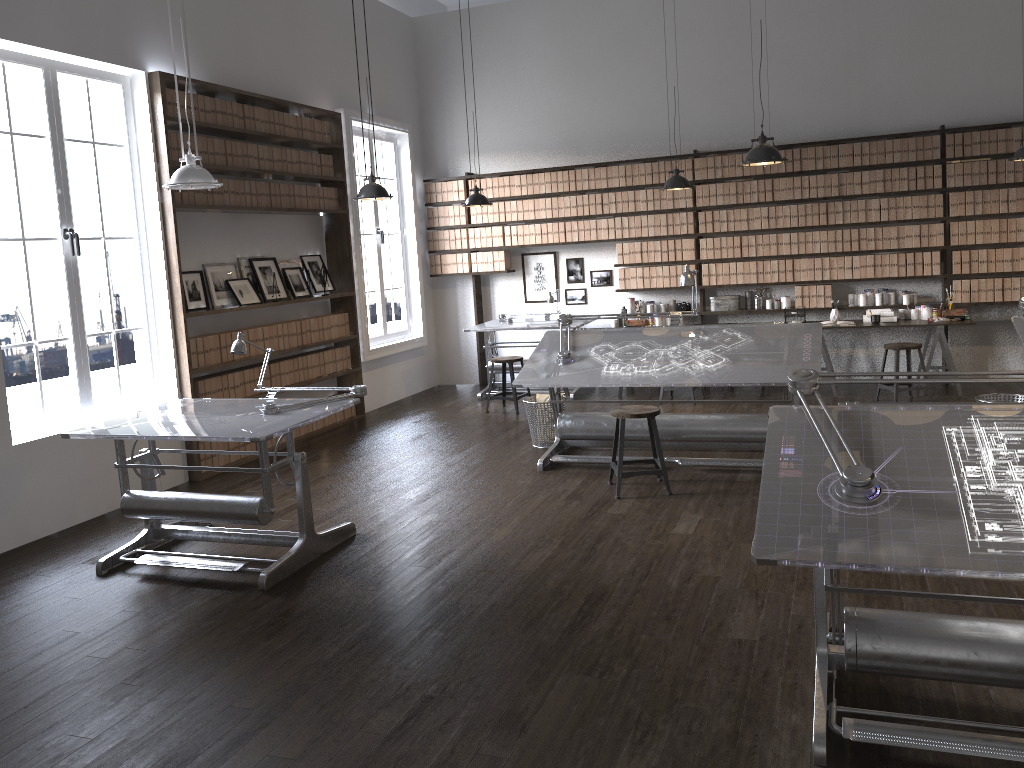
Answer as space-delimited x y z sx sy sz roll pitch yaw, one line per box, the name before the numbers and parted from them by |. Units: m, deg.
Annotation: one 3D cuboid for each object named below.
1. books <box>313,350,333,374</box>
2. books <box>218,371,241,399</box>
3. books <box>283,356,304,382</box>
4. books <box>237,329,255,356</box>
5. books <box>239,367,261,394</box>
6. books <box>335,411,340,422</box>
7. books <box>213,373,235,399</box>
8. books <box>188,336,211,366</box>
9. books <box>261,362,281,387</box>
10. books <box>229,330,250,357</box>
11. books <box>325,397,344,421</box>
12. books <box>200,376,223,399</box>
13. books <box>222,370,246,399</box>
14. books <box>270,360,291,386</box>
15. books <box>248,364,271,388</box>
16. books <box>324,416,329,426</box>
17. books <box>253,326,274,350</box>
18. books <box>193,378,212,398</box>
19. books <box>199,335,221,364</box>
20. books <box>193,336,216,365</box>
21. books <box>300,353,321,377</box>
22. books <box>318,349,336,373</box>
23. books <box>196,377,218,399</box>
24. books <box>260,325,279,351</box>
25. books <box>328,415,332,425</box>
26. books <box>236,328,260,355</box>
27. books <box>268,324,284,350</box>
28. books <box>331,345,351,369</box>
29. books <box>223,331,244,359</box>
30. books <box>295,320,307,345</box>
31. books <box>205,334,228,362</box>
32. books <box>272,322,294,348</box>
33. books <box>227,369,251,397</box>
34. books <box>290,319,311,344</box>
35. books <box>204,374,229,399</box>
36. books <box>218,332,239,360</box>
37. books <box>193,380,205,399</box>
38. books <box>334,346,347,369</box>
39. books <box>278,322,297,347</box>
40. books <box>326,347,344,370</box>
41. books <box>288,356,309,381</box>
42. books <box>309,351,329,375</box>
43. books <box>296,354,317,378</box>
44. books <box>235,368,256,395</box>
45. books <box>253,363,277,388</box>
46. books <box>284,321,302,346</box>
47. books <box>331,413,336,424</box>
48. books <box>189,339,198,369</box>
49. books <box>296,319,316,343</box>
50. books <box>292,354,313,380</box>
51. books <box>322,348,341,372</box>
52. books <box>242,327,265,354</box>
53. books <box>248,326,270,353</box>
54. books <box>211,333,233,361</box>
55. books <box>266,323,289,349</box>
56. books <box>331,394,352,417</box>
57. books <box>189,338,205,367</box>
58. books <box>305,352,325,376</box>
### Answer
books | -1.818 -0.213 8.504 0.174 0.224 0.067 -1 6 21
books | -2.304 0.015 7.199 0.174 0.224 0.067 -1 6 21
books | -1.989 -0.134 8.048 0.174 0.224 0.067 -1 6 21
books | -2.240 -0.342 7.384 0.174 0.224 0.067 -1 6 21
books | -2.213 -0.029 7.449 0.174 0.224 0.067 -1 6 21
books | -1.767 0.254 8.601 0.174 0.224 0.067 -1 6 21
books | -2.327 0.026 7.131 0.174 0.224 0.067 -1 6 21
books | -2.433 -0.251 6.864 0.174 0.224 0.067 -1 6 21
books | -2.113 -0.076 7.721 0.174 0.224 0.067 -1 6 21
books | -2.269 -0.331 7.323 0.174 0.224 0.067 -1 6 21
books | -1.747 0.243 8.668 0.174 0.224 0.067 -1 6 21
books | -2.381 0.049 7.002 0.174 0.224 0.067 -1 6 21
books | -2.283 0.004 7.258 0.174 0.224 0.067 -1 6 21
books | -2.062 -0.099 7.848 0.174 0.224 0.067 -1 6 21
books | -2.165 -0.052 7.582 0.174 0.224 0.067 -1 6 21
books | -1.838 0.288 8.405 0.174 0.224 0.067 -1 6 21
books | -2.151 -0.386 7.640 0.174 0.224 0.067 -1 6 21
books | -2.423 0.072 6.867 0.174 0.224 0.067 -1 6 21
books | -2.395 -0.272 6.987 0.174 0.224 0.067 -1 6 21
books | -2.416 -0.261 6.925 0.174 0.224 0.067 -1 6 21
books | -1.895 -0.179 8.308 0.174 0.224 0.067 -1 6 21
books | -1.797 -0.223 8.563 0.174 0.224 0.067 -1 6 21
books | -2.402 0.060 6.936 0.174 0.224 0.067 -1 6 21
books | -2.128 -0.397 7.705 0.174 0.224 0.067 -1 6 21
books | -1.820 0.277 8.470 0.174 0.224 0.067 -1 6 21
books | -2.221 -0.353 7.448 0.174 0.224 0.067 -1 6 21
books | -2.100 -0.409 7.769 0.174 0.224 0.067 -1 6 21
books | -1.699 -0.268 8.819 0.174 0.224 0.067 -1 6 21
books | -2.294 -0.319 7.257 0.174 0.224 0.067 -1 6 21
books | -1.974 -0.467 8.101 0.174 0.224 0.067 -1 6 21
books | -2.364 -0.284 7.054 0.174 0.224 0.067 -1 6 21
books | -2.047 -0.432 7.902 0.174 0.224 0.067 -1 6 21
books | -2.256 -0.006 7.319 0.174 0.224 0.067 -1 6 21
books | -1.953 -0.479 8.173 0.174 0.224 0.067 -1 6 21
books | -2.355 0.038 7.067 0.174 0.224 0.067 -1 6 21
books | -2.314 -0.308 7.190 0.174 0.224 0.067 -1 6 21
books | -2.448 0.084 6.800 0.174 0.224 0.067 -1 6 21
books | -1.727 -0.257 8.755 0.174 0.224 0.067 -1 6 21
books | -2.029 -0.443 7.963 0.174 0.224 0.067 -1 6 21
books | -1.752 -0.245 8.689 0.174 0.224 0.067 -1 6 21
books | -1.962 -0.144 8.105 0.174 0.224 0.067 -1 6 21
books | -1.841 -0.201 8.436 0.174 0.224 0.067 -1 6 21
books | -1.916 -0.167 8.241 0.174 0.224 0.067 -1 6 21
books | -2.238 -0.017 7.383 0.174 0.224 0.067 -1 6 21
books | -2.134 -0.064 7.650 0.174 0.224 0.067 -1 6 21
books | -2.005 -0.455 8.034 0.174 0.224 0.067 -1 6 21
books | -1.796 0.266 8.536 0.174 0.224 0.067 -1 6 21
books | -2.487 -0.228 6.731 0.174 0.224 0.067 -1 6 21
books | -1.924 -0.491 8.238 0.174 0.224 0.067 -1 6 21
books | -1.938 -0.156 8.173 0.174 0.224 0.067 -1 6 21
books | -1.770 -0.234 8.624 0.174 0.224 0.067 -1 6 21
books | -2.198 -0.363 7.506 0.174 0.224 0.067 -1 6 21
books | -2.171 -0.375 7.573 0.174 0.224 0.067 -1 6 21
books | -2.343 -0.296 7.125 0.174 0.224 0.067 -1 6 21
books | -2.072 -0.421 7.835 0.174 0.224 0.067 -1 6 21
books | -1.695 0.219 8.807 0.174 0.224 0.067 -1 6 21
books | -2.458 -0.239 6.797 0.174 0.224 0.067 -1 6 21
books | -1.869 -0.190 8.372 0.174 0.224 0.067 -1 6 21
